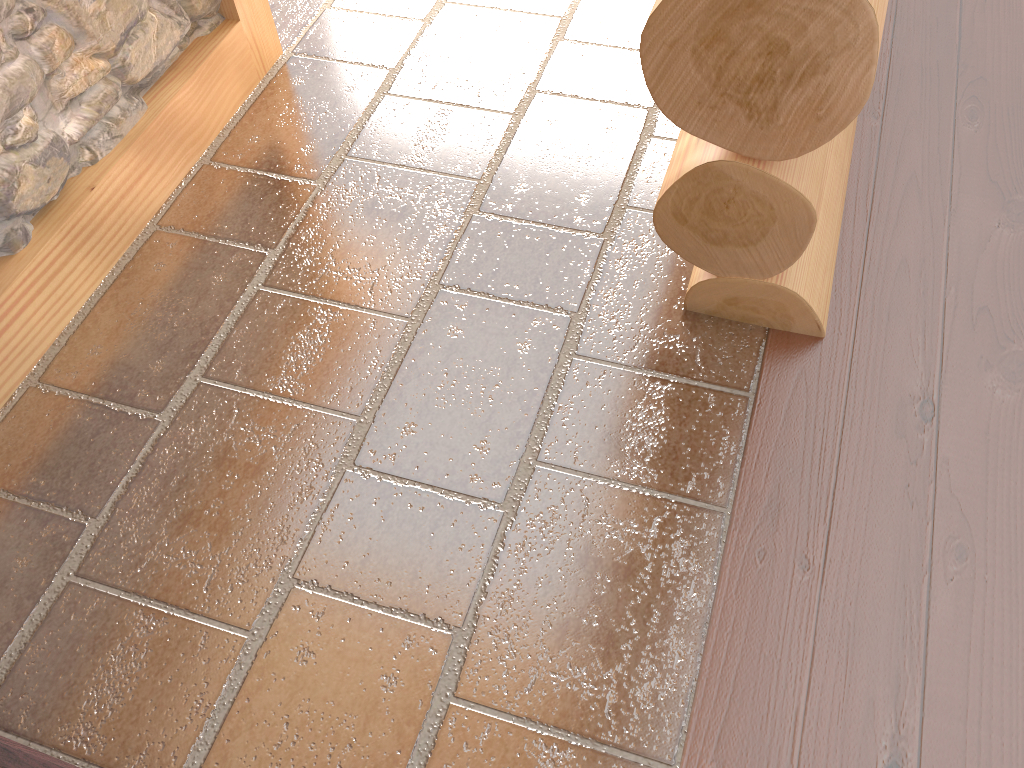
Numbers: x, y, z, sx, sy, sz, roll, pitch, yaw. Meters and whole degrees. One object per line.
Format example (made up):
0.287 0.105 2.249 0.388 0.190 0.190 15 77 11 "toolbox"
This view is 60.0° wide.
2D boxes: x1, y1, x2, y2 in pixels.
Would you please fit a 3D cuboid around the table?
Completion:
-1.589 -0.558 1.750 1.196 1.257 3.220 13 56 13 "table"

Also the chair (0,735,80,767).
-0.986 0.363 0.994 0.504 1.319 0.406 22 58 18 "chair"
